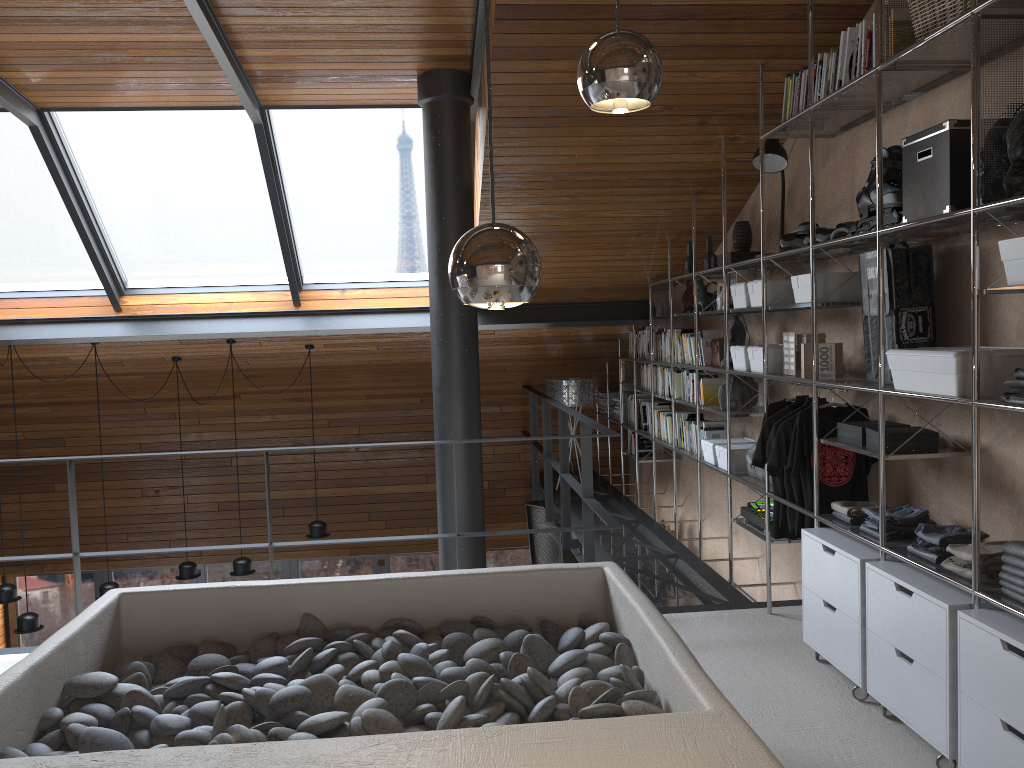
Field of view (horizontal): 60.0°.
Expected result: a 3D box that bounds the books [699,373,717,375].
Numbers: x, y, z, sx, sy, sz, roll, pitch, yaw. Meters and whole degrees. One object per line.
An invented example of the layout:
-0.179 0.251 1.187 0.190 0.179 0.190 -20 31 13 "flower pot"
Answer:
1.262 0.028 5.719 0.129 0.188 0.010 -2 3 -5 "books"

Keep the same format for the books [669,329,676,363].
1.177 -0.267 6.179 0.148 0.233 0.053 -2 3 -5 "books"

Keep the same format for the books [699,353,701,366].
1.236 -0.215 5.611 0.127 0.192 0.079 -2 3 -5 "books"

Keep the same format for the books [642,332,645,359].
1.110 -0.311 7.109 0.133 0.215 0.070 -2 3 -5 "books"

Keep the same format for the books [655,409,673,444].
1.166 0.307 6.550 0.139 0.211 0.467 -2 3 -5 "books"

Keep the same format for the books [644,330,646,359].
1.112 -0.316 6.971 0.148 0.229 0.073 -2 3 -5 "books"

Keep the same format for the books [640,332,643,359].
1.105 -0.313 7.166 0.137 0.213 0.068 -2 3 -5 "books"

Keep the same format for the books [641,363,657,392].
1.118 -0.057 7.008 0.130 0.216 0.311 -2 3 -5 "books"

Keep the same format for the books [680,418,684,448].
1.233 0.331 6.068 0.149 0.205 0.049 -2 3 -6 "books"

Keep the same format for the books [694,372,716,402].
1.261 0.020 5.786 0.146 0.195 0.023 -2 3 -5 "books"

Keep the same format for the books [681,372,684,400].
1.227 0.009 6.037 0.148 0.190 0.013 -2 3 -5 "books"

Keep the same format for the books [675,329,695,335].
1.211 -0.266 6.147 0.148 0.233 0.053 -2 3 -5 "books"

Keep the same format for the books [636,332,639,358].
1.104 -0.323 7.289 0.161 0.220 0.074 -2 3 -5 "books"

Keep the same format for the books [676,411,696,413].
1.217 0.311 6.171 0.143 0.236 0.062 -2 3 -5 "books"

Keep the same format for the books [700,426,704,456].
1.284 0.362 5.679 0.160 0.187 0.060 -2 3 -5 "books"

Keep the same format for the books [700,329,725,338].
1.276 -0.235 5.551 0.177 0.209 0.082 -2 3 -5 "books"

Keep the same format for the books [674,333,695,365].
1.205 -0.234 5.878 0.139 0.206 0.497 -2 3 -5 "books"

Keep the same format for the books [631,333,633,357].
1.084 -0.334 7.536 0.149 0.202 0.067 -2 3 -6 "books"

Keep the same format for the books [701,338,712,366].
1.241 -0.199 5.524 0.112 0.169 0.068 -2 3 -5 "books"

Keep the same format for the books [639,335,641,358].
1.102 -0.304 7.183 0.138 0.189 0.065 -2 3 -5 "books"

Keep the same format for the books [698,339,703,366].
1.242 -0.200 5.583 0.119 0.166 0.072 -2 3 -5 "books"

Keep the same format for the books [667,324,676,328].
1.166 -0.312 6.662 0.143 0.268 0.020 -2 3 -5 "books"

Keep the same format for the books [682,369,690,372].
1.264 -0.002 6.051 0.207 0.207 0.010 -2 3 -5 "books"

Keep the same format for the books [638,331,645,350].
1.090 -0.321 7.213 0.122 0.227 0.076 -2 3 -5 "books"

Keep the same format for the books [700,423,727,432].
1.304 0.351 5.722 0.192 0.202 0.055 -2 3 -5 "books"

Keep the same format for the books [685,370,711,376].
1.267 0.004 5.987 0.192 0.204 0.012 -2 3 -5 "books"

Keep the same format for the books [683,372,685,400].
1.247 0.010 6.011 0.169 0.189 0.018 -2 3 -5 "books"

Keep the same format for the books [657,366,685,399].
1.171 -0.015 6.358 0.139 0.208 0.494 -2 3 -5 "books"

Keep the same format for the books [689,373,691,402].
1.242 0.020 5.833 0.148 0.190 0.013 -2 3 -5 "books"

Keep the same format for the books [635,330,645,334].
1.089 -0.338 7.424 0.143 0.233 0.081 -2 3 -5 "books"

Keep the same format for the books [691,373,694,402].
1.248 0.021 5.820 0.148 0.190 0.013 -2 3 -5 "books"

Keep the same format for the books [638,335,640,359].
1.084 -0.305 7.203 0.111 0.194 0.059 -2 3 -5 "books"

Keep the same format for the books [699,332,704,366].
1.263 -0.223 5.557 0.161 0.215 0.092 -2 3 -5 "books"

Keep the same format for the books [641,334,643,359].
1.107 -0.308 7.153 0.131 0.202 0.068 -2 3 -5 "books"

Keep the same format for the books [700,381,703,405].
1.262 0.055 5.621 0.131 0.147 0.045 -2 3 -5 "books"

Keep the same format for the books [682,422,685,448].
1.227 0.345 6.041 0.131 0.180 0.042 -2 3 -5 "books"

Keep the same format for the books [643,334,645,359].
1.114 -0.302 7.080 0.123 0.201 0.071 -2 3 -5 "books"

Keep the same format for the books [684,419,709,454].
1.246 0.343 5.903 0.136 0.210 0.273 -2 3 -5 "books"

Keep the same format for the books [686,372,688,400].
1.245 0.012 5.973 0.148 0.190 0.013 -2 3 -5 "books"

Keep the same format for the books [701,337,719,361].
1.246 -0.203 5.536 0.117 0.176 0.074 -2 3 -5 "books"

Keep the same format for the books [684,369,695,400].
1.261 0.001 5.998 0.191 0.207 0.012 -2 3 -5 "books"

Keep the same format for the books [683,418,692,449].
1.237 0.335 6.029 0.137 0.201 0.047 -2 3 -5 "books"

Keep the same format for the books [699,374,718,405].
1.252 0.034 5.636 0.129 0.186 0.050 -2 3 -5 "books"

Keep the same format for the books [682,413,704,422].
1.241 0.318 6.058 0.148 0.233 0.053 -2 3 -5 "books"

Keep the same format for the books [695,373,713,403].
1.260 0.025 5.755 0.148 0.190 0.013 -2 3 -5 "books"

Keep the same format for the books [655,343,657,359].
1.155 -0.283 6.692 0.148 0.206 0.018 -2 3 -5 "books"

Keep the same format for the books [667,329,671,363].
1.172 -0.270 6.228 0.148 0.233 0.053 -2 3 -5 "books"

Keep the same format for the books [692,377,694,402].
1.248 0.036 5.806 0.143 0.161 0.019 -2 3 -5 "books"

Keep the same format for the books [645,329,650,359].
1.117 -0.313 6.925 0.148 0.229 0.073 -2 3 -5 "books"

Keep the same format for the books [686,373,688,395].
1.247 0.015 5.944 0.160 0.187 0.021 -2 3 -5 "books"

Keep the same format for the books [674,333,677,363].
1.203 -0.252 6.157 0.149 0.205 0.049 -2 3 -6 "books"

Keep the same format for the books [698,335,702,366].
1.245 -0.215 5.601 0.127 0.192 0.079 -2 3 -5 "books"

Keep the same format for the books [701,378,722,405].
1.266 0.047 5.605 0.129 0.165 0.056 -2 3 -5 "books"

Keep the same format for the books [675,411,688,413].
1.205 0.309 6.326 0.117 0.220 0.054 -2 3 -5 "books"

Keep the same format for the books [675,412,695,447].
1.202 0.314 6.139 0.148 0.233 0.053 -2 3 -5 "books"

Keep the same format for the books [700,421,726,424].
1.298 0.349 5.733 0.191 0.205 0.055 -2 3 -5 "books"

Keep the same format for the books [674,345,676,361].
1.195 -0.241 6.167 0.131 0.180 0.042 -2 3 -6 "books"

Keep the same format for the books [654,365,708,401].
1.189 -0.021 6.382 0.138 0.212 1.040 -2 3 -5 "books"
